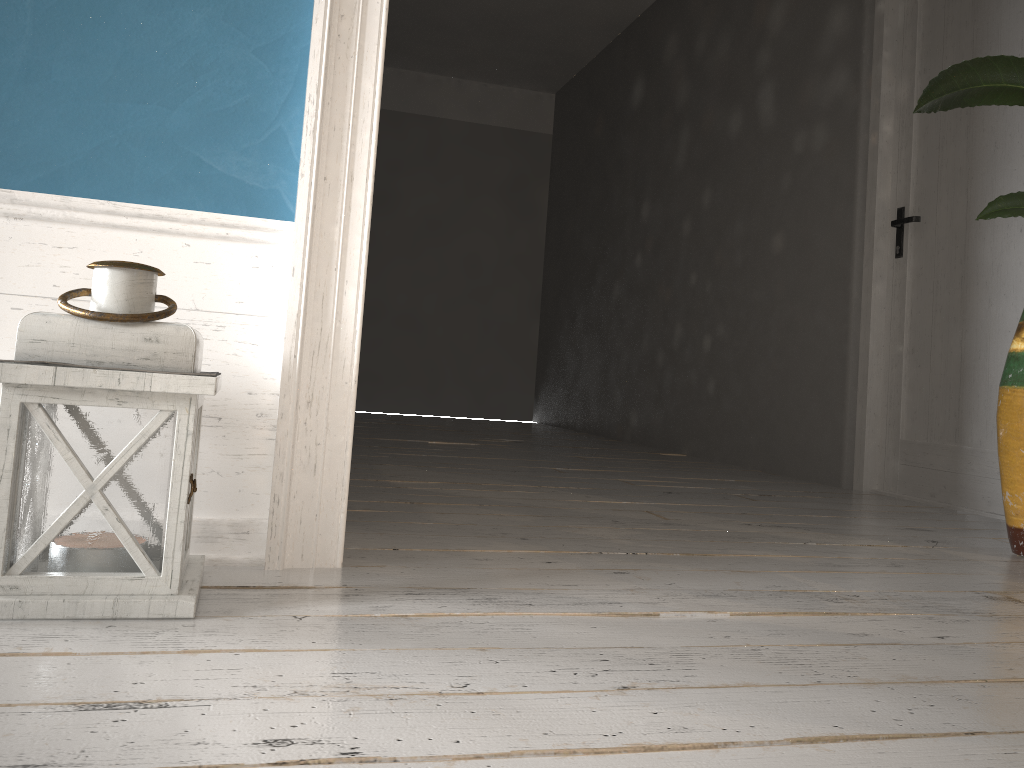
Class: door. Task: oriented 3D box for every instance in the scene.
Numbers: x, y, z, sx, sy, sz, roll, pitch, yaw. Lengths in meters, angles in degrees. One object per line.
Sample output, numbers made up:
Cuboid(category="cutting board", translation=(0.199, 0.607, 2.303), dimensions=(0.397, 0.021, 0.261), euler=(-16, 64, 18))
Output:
Cuboid(category="door", translation=(1.724, -0.697, 3.276), dimensions=(0.177, 2.315, 1.035), euler=(5, -3, -16))

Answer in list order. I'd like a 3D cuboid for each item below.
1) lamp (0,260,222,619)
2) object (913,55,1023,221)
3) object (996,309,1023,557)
Cuboid(category="lamp", translation=(-0.582, 0.059, 1.286), dimensions=(0.286, 0.479, 0.286), euler=(5, -3, -17))
Cuboid(category="object", translation=(1.845, -0.421, 0.114), dimensions=(1.009, 1.800, 3.892), euler=(5, -1, -16))
Cuboid(category="object", translation=(1.360, -0.126, 2.245), dimensions=(0.215, 1.128, 0.215), euler=(5, -4, -21))
